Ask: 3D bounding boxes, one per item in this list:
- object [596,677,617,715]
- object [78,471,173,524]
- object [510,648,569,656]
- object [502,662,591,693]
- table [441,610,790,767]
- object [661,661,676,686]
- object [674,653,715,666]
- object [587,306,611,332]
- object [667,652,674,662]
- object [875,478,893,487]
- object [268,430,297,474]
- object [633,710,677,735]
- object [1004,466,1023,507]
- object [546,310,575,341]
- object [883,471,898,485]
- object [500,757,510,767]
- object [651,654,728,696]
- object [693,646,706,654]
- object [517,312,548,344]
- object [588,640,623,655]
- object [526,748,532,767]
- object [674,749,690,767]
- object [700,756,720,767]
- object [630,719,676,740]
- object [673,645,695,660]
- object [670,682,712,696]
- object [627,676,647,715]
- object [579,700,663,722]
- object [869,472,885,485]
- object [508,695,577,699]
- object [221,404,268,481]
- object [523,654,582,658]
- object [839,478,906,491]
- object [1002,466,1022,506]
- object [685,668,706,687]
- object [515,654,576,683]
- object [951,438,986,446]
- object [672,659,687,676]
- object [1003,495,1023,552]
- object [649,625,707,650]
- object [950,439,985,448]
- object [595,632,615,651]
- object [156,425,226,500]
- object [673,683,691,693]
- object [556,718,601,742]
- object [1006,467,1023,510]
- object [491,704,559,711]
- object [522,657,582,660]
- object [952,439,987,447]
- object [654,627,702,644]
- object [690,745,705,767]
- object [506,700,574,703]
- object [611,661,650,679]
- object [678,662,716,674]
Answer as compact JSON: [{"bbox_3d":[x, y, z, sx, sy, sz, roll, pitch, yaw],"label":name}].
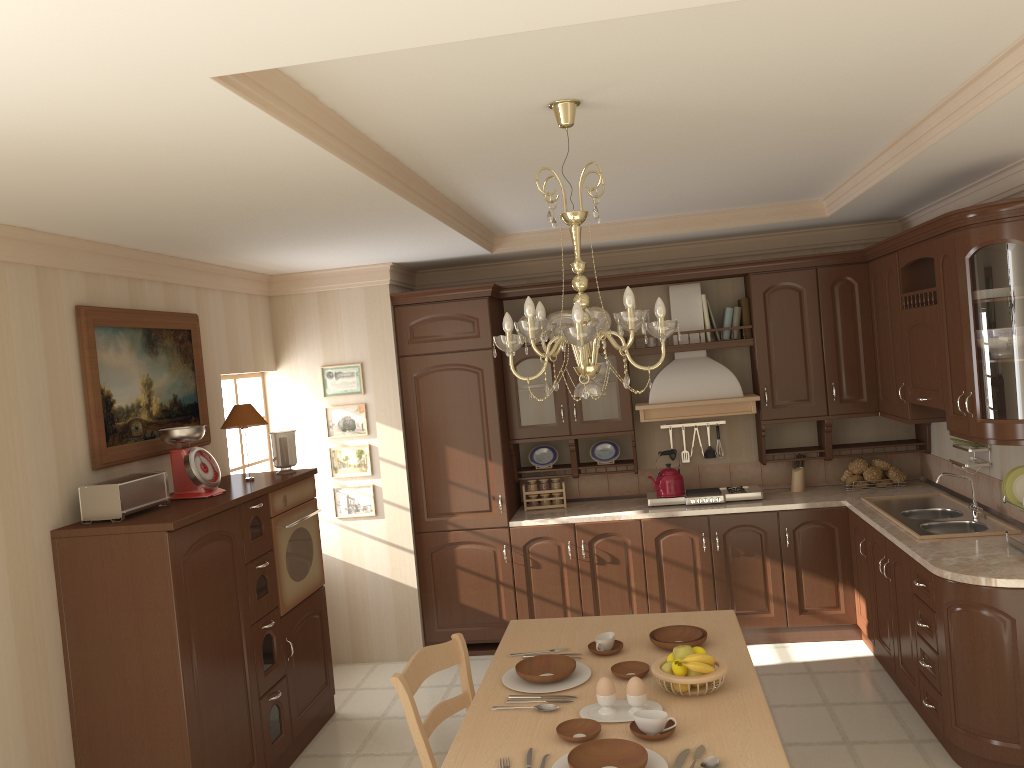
[{"bbox_3d":[0.279,0.920,2.632,0.058,0.104,0.058,-6,2,-13],"label":"object"},{"bbox_3d":[-1.579,0.462,3.650,0.192,0.150,0.360,-5,2,8],"label":"object"},{"bbox_3d":[0.100,0.971,3.210,0.218,0.004,0.028,-5,2,-2],"label":"object"},{"bbox_3d":[0.115,0.974,2.954,0.299,0.009,0.299,-5,2,7],"label":"object"},{"bbox_3d":[0.360,1.350,2.818,0.900,0.774,1.567,-5,2,8],"label":"table"},{"bbox_3d":[0.498,0.902,2.761,0.074,0.076,0.072,-6,2,-17],"label":"object"},{"bbox_3d":[0.579,0.855,2.718,0.184,0.085,0.066,-7,2,-44],"label":"object"},{"bbox_3d":[0.537,-0.403,5.775,0.220,0.210,0.068,-5,2,7],"label":"object"},{"bbox_3d":[0.516,0.875,2.813,0.045,0.047,0.055,-4,2,41],"label":"object"},{"bbox_3d":[2.322,0.616,5.540,0.103,0.060,0.105,-5,2,4],"label":"object"},{"bbox_3d":[-1.209,0.362,4.709,0.144,0.220,0.144,-5,2,-8],"label":"object"},{"bbox_3d":[0.395,0.940,2.447,0.119,0.055,0.063,-4,2,22],"label":"object"},{"bbox_3d":[2.225,0.450,3.823,0.193,0.188,0.047,-5,2,9],"label":"object"},{"bbox_3d":[0.345,-0.386,5.861,0.342,0.209,0.073,-5,2,10],"label":"object"},{"bbox_3d":[2.387,0.584,5.573,0.091,0.100,0.125,-5,2,4],"label":"object"},{"bbox_3d":[-0.017,1.010,2.280,0.028,0.004,0.218,-5,2,-2],"label":"object"},{"bbox_3d":[0.554,0.909,2.757,0.235,0.068,0.235,-6,2,-34],"label":"object"},{"bbox_3d":[0.586,0.850,2.793,0.047,0.046,0.054,-7,2,-40],"label":"object"},{"bbox_3d":[0.136,-0.369,5.835,0.220,0.210,0.068,-5,2,7],"label":"object"},{"bbox_3d":[0.334,0.941,3.151,0.126,0.026,0.127,-4,2,35],"label":"object"},{"bbox_3d":[0.044,1.001,2.323,0.018,0.008,0.212,-5,2,3],"label":"object"},{"bbox_3d":[0.417,0.970,2.241,0.023,0.008,0.221,-4,2,24],"label":"object"},{"bbox_3d":[0.472,0.965,2.173,0.047,0.011,0.219,-4,2,25],"label":"object"},{"bbox_3d":[0.389,0.956,2.450,0.126,0.026,0.127,-5,2,-1],"label":"object"},{"bbox_3d":[0.537,0.848,2.771,0.068,0.061,0.069,-4,2,25],"label":"object"},{"bbox_3d":[0.557,0.940,2.758,0.128,0.011,0.128,-7,2,-41],"label":"object"},{"bbox_3d":[0.366,0.913,2.610,0.058,0.104,0.058,-6,2,-13],"label":"object"},{"bbox_3d":[0.322,0.967,2.619,0.245,0.005,0.157,-5,2,5],"label":"object"},{"bbox_3d":[2.298,0.593,5.596,0.114,0.094,0.098,-6,2,-11],"label":"object"},{"bbox_3d":[0.096,0.982,2.786,0.221,0.008,0.023,-5,2,14],"label":"object"},{"bbox_3d":[-1.352,0.297,4.511,0.237,0.388,0.235,-5,2,20],"label":"object"},{"bbox_3d":[0.145,0.967,3.162,0.212,0.008,0.018,-5,2,8],"label":"object"},{"bbox_3d":[2.264,0.620,5.572,0.364,0.060,0.199,-5,2,8],"label":"object"},{"bbox_3d":[2.228,0.449,3.841,0.193,0.188,0.047,-5,2,9],"label":"object"},{"bbox_3d":[0.568,0.897,2.734,0.077,0.065,0.076,-6,2,-15],"label":"object"},{"bbox_3d":[0.114,0.956,2.955,0.204,0.042,0.204,-5,2,8],"label":"object"},{"bbox_3d":[2.370,0.301,4.607,0.167,0.051,0.174,-5,2,8],"label":"object"},{"bbox_3d":[0.513,0.870,2.715,0.045,0.053,0.051,-5,2,-3],"label":"object"},{"bbox_3d":[2.216,0.570,3.710,0.172,0.275,0.359,-5,2,9],"label":"object"},{"bbox_3d":[0.592,0.910,3.153,0.204,0.042,0.204,-7,2,-43],"label":"object"},{"bbox_3d":[2.369,0.307,4.608,0.167,0.051,0.174,-5,2,8],"label":"object"},{"bbox_3d":[0.329,0.925,3.145,0.063,0.055,0.119,-4,2,37],"label":"object"},{"bbox_3d":[-1.468,0.354,4.036,0.263,0.317,0.218,-5,2,12],"label":"object"},{"bbox_3d":[0.517,0.917,2.705,0.055,0.046,0.046,-4,2,41],"label":"object"},{"bbox_3d":[0.187,0.974,2.480,0.126,0.026,0.127,-5,2,-1],"label":"object"},{"bbox_3d":[2.222,0.451,3.805,0.193,0.188,0.047,-5,2,9],"label":"object"},{"bbox_3d":[0.039,0.989,2.707,0.219,0.011,0.047,-5,2,17],"label":"object"},{"bbox_3d":[0.142,0.968,3.124,0.218,0.008,0.022,-5,2,11],"label":"object"},{"bbox_3d":[2.369,0.304,4.608,0.167,0.051,0.174,-5,2,8],"label":"object"},{"bbox_3d":[0.592,0.905,3.151,0.168,0.034,0.168,-5,2,19],"label":"object"},{"bbox_3d":[0.466,0.966,2.261,0.022,0.004,0.216,-4,2,24],"label":"object"},{"bbox_3d":[0.087,0.986,2.751,0.216,0.004,0.022,-5,2,14],"label":"object"},{"bbox_3d":[0.389,0.943,2.908,0.126,0.026,0.127,-6,2,-27],"label":"object"},{"bbox_3d":[0.582,0.874,2.699,0.176,0.094,0.064,-7,2,-45],"label":"object"}]
